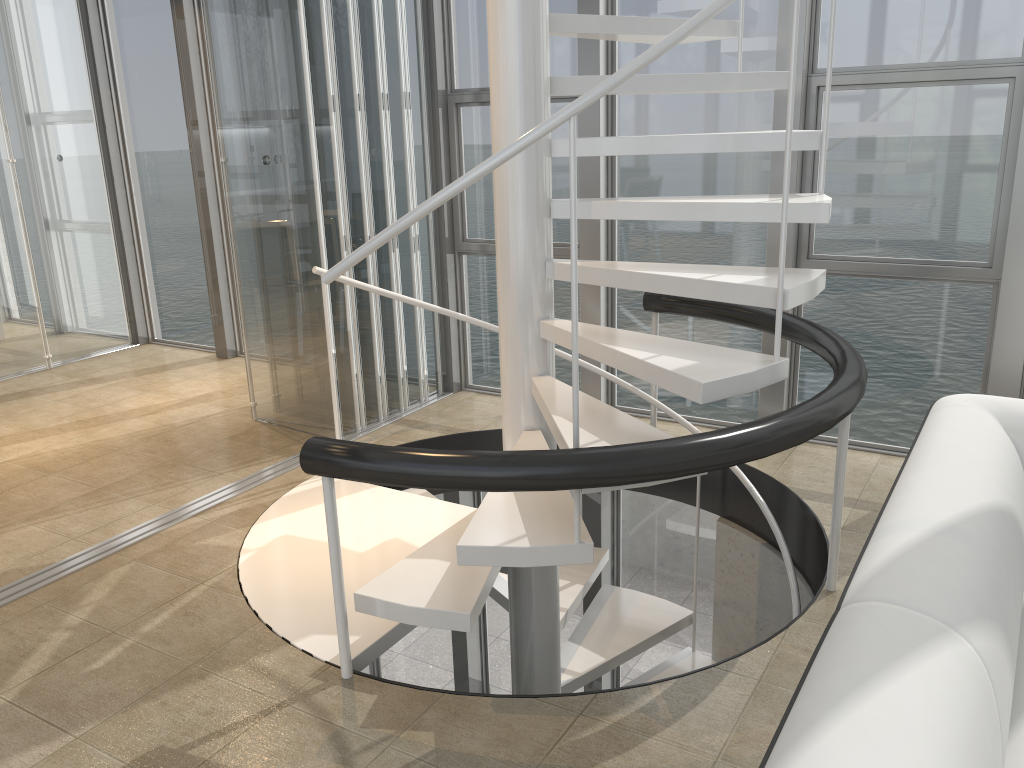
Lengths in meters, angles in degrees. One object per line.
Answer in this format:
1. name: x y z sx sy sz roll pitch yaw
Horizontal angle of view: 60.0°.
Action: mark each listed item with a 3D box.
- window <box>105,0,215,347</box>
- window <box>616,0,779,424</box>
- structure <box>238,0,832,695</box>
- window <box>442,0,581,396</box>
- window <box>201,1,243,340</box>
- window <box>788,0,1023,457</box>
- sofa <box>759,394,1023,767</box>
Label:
1. window: -2.311 -1.551 5.880 0.742 2.646 0.010 8 19 30
2. window: 0.768 -2.546 3.614 0.742 5.653 0.010 8 19 30
3. structure: -2.285 0.464 2.250 4.916 6.900 6.700 8 19 30
4. window: -0.022 -2.652 4.062 0.800 5.700 0.050 8 19 30
5. window: -1.530 -1.440 5.420 0.742 2.646 0.010 8 19 30
6. window: 1.542 -2.431 3.142 0.800 5.700 0.050 8 19 30
7. sofa: 0.946 0.696 1.296 0.971 0.638 2.601 8 19 30
